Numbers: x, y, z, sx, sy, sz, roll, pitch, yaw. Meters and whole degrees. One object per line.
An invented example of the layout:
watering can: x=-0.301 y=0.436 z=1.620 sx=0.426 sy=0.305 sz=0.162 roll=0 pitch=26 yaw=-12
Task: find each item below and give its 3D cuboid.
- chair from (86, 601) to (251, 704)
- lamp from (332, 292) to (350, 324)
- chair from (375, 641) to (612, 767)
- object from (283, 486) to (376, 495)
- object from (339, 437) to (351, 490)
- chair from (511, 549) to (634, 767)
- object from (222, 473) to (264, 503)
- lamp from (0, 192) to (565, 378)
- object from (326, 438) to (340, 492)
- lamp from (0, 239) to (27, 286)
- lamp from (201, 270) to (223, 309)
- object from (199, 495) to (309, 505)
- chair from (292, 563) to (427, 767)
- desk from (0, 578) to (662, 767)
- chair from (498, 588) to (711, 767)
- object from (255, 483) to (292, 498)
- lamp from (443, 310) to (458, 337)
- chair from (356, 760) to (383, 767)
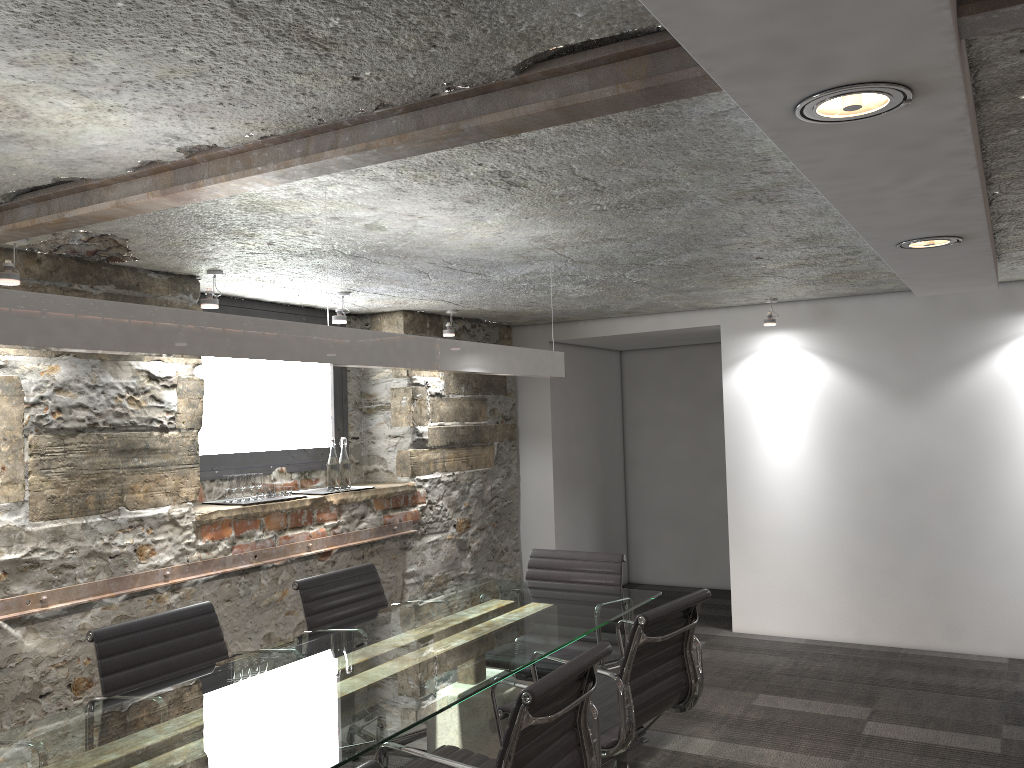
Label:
chair: x=-0.940 y=1.172 z=2.800 sx=0.667 sy=0.837 sz=0.693 roll=-3 pitch=-2 yaw=20
lamp: x=-0.909 y=-0.405 z=4.720 sx=0.098 sy=0.165 sz=0.077 roll=-1 pitch=-3 yaw=-27
chair: x=-0.083 y=1.127 z=2.329 sx=0.667 sy=0.837 sz=0.693 roll=-3 pitch=-2 yaw=19
object: x=-1.034 y=0.602 z=5.035 sx=0.310 sy=0.007 sz=0.457 roll=-3 pitch=-3 yaw=30
object: x=-0.957 y=0.454 z=5.054 sx=0.073 sy=0.300 sz=0.073 roll=-2 pitch=-2 yaw=-2
chair: x=0.170 y=1.177 z=3.807 sx=0.693 sy=0.837 sz=0.667 roll=-3 pitch=-2 yaw=22
object: x=-1.353 y=0.521 z=4.452 sx=0.108 sy=0.131 sz=0.218 roll=-3 pitch=-3 yaw=28
lamp: x=-0.584 y=-0.320 z=2.612 sx=0.073 sy=0.524 sz=3.159 roll=-3 pitch=-3 yaw=30
object: x=-1.003 y=0.452 z=4.973 sx=0.073 sy=0.300 sz=0.073 roll=-2 pitch=-2 yaw=-2
lamp: x=-1.790 y=-0.439 z=3.174 sx=0.098 sy=0.165 sz=0.077 roll=-1 pitch=-3 yaw=-27
lamp: x=-1.340 y=-0.421 z=3.963 sx=0.098 sy=0.165 sz=0.077 roll=-1 pitch=-3 yaw=-27
object: x=-1.313 y=0.592 z=4.546 sx=0.310 sy=0.007 sz=0.457 roll=-3 pitch=-3 yaw=30
chair: x=-0.489 y=1.187 z=3.555 sx=0.667 sy=0.837 sz=0.693 roll=-3 pitch=-2 yaw=21
desk: x=-0.533 y=1.213 z=2.552 sx=0.909 sy=0.711 sz=3.154 roll=-3 pitch=-3 yaw=30
chair: x=0.333 y=1.143 z=3.066 sx=0.667 sy=0.837 sz=0.693 roll=-3 pitch=-3 yaw=28
object: x=-1.252 y=0.555 z=4.641 sx=0.111 sy=0.072 sz=0.191 roll=-3 pitch=-3 yaw=37
lamp: x=-0.392 y=-0.385 z=5.625 sx=0.098 sy=0.165 sz=0.077 roll=-1 pitch=-3 yaw=-27
chair: x=-0.590 y=1.111 z=1.537 sx=0.667 sy=0.837 sz=0.693 roll=-3 pitch=-2 yaw=21
